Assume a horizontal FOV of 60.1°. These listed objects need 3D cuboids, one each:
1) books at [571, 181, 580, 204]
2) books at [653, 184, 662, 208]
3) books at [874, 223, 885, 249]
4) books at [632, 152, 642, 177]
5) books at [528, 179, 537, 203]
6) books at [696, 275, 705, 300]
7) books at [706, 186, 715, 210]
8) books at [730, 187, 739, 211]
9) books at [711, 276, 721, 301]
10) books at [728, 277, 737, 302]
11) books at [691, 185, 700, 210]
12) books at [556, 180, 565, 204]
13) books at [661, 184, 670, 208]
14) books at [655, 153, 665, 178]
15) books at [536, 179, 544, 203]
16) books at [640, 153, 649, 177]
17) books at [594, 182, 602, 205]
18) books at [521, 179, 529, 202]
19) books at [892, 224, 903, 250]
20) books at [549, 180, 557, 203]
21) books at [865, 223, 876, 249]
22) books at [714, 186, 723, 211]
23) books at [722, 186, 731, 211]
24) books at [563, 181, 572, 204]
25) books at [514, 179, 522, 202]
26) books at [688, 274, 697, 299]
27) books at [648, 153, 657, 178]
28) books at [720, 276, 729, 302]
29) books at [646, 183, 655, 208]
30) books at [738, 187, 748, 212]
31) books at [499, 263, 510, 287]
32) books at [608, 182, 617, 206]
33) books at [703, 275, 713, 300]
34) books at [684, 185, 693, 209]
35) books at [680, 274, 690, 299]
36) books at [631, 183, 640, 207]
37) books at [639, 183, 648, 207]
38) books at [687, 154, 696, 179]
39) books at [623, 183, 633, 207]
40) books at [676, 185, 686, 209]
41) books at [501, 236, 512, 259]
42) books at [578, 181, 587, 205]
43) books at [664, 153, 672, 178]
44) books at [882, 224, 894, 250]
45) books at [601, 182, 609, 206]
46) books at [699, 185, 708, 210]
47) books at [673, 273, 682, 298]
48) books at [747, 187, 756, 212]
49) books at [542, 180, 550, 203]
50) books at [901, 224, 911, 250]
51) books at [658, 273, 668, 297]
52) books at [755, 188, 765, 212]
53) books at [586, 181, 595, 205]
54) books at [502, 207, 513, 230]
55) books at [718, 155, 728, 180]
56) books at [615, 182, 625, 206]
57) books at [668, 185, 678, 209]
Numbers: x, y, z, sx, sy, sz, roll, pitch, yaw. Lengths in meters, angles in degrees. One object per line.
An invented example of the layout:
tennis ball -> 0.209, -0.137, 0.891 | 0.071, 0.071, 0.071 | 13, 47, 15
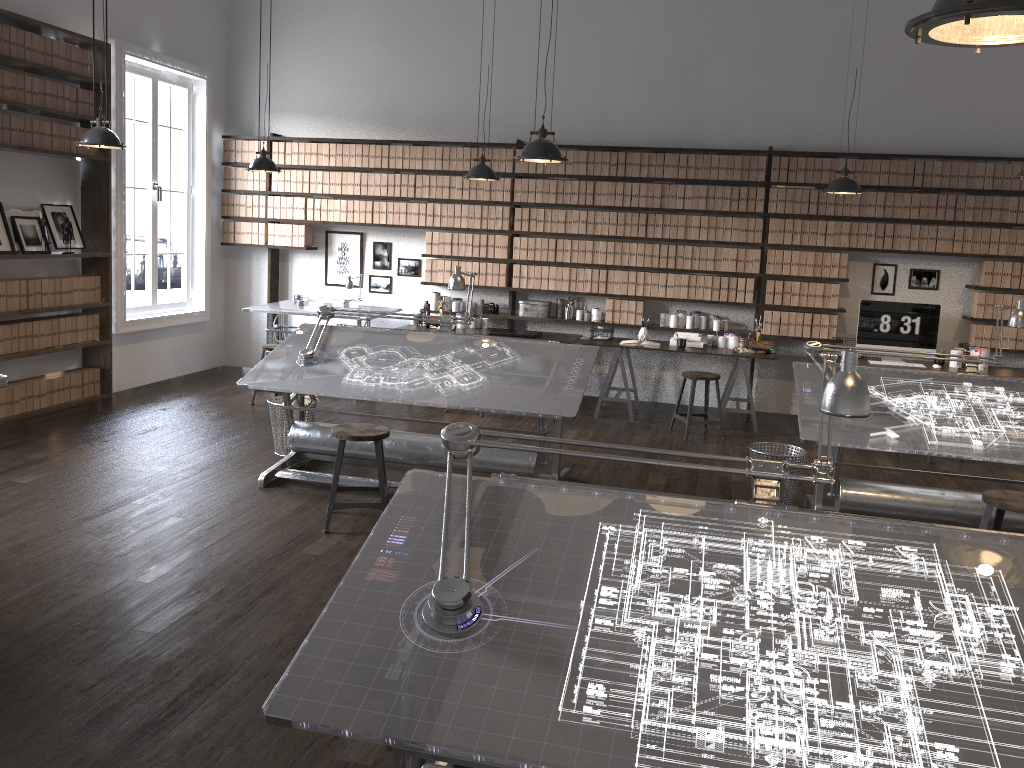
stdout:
books -> 0.610, -1.810, 8.406 | 0.067, 0.224, 0.175 | 5, 8, 13
books -> 1.358, -1.742, 8.232 | 0.067, 0.224, 0.175 | 5, 8, 13
books -> 3.239, -1.307, 7.836 | 0.067, 0.224, 0.175 | 5, 8, 13
books -> 1.168, -2.033, 8.246 | 0.067, 0.224, 0.175 | 5, 8, 13
books -> 0.210, -1.846, 8.498 | 0.067, 0.224, 0.175 | 5, 8, 13
books -> 1.752, -0.900, 8.237 | 0.067, 0.224, 0.175 | 5, 8, 13
books -> 1.825, -1.701, 8.131 | 0.067, 0.224, 0.175 | 5, 8, 13
books -> 2.032, -1.682, 8.084 | 0.067, 0.224, 0.175 | 5, 8, 13
books -> 1.890, -0.887, 8.206 | 0.067, 0.224, 0.175 | 5, 8, 13
books -> 2.034, -0.874, 8.172 | 0.067, 0.224, 0.175 | 5, 8, 13
books -> 1.694, -1.712, 8.160 | 0.067, 0.224, 0.175 | 5, 8, 13
books -> 0.473, -1.823, 8.442 | 0.067, 0.224, 0.175 | 5, 8, 13
books -> 1.427, -1.737, 8.224 | 0.067, 0.224, 0.175 | 5, 8, 13
books -> 1.376, -2.015, 8.203 | 0.067, 0.224, 0.175 | 5, 8, 13
books -> 0.281, -1.840, 8.483 | 0.067, 0.224, 0.175 | 5, 8, 13
books -> 1.239, -2.027, 8.233 | 0.067, 0.224, 0.175 | 5, 8, 13
books -> 0.825, -1.791, 8.362 | 0.067, 0.224, 0.175 | 5, 8, 13
books -> 0.143, -1.853, 8.517 | 0.067, 0.224, 0.175 | 5, 8, 13
books -> 3.383, -1.293, 7.802 | 0.067, 0.224, 0.175 | 5, 8, 13
books -> 0.406, -1.828, 8.451 | 0.067, 0.224, 0.175 | 5, 8, 13
books -> 3.168, -1.312, 7.847 | 0.067, 0.224, 0.175 | 5, 8, 13
books -> 1.894, -1.694, 8.115 | 0.067, 0.224, 0.175 | 5, 8, 13
books -> 1.962, -1.687, 8.095 | 0.067, 0.224, 0.175 | 5, 8, 13
books -> 0.542, -1.817, 8.426 | 0.067, 0.224, 0.175 | 5, 8, 13
books -> 0.075, -1.859, 8.535 | 0.067, 0.224, 0.175 | 5, 8, 13
books -> 1.683, -0.906, 8.253 | 0.067, 0.224, 0.175 | 5, 8, 13
books -> 1.308, -2.022, 8.221 | 0.067, 0.224, 0.175 | 5, 8, 13
books -> 1.961, -0.880, 8.184 | 0.067, 0.224, 0.175 | 5, 8, 13
books -> 1.294, -1.748, 8.252 | 0.067, 0.224, 0.175 | 5, 8, 13
books -> 2.104, -1.675, 8.062 | 0.067, 0.224, 0.175 | 5, 8, 13
books -> -0.067, -1.064, 8.650 | 0.067, 0.224, 0.175 | 5, 8, 13
books -> 0.948, -1.779, 8.326 | 0.067, 0.224, 0.175 | 5, 8, 13
books -> 1.819, -0.893, 8.217 | 0.067, 0.224, 0.175 | 5, 8, 13
books -> 1.633, -1.717, 8.172 | 0.067, 0.224, 0.175 | 5, 8, 13
books -> 1.616, -0.911, 8.262 | 0.067, 0.224, 0.175 | 5, 8, 13
books -> 1.162, -1.760, 8.279 | 0.067, 0.224, 0.175 | 5, 8, 13
books -> 1.233, -1.754, 8.264 | 0.067, 0.224, 0.175 | 5, 8, 13
books -> 1.650, -1.990, 8.138 | 0.067, 0.224, 0.175 | 5, 8, 13
books -> 1.090, -1.767, 8.297 | 0.067, 0.224, 0.175 | 5, 8, 13
books -> 1.562, -1.724, 8.187 | 0.067, 0.224, 0.175 | 5, 8, 13
books -> -0.050, -1.330, 8.615 | 0.067, 0.224, 0.175 | 5, 8, 13
books -> 0.680, -1.804, 8.395 | 0.067, 0.224, 0.175 | 5, 8, 13
books -> 1.448, -2.009, 8.186 | 0.067, 0.224, 0.175 | 5, 8, 13
books -> 3.310, -1.299, 7.814 | 0.067, 0.224, 0.175 | 5, 8, 13
books -> 0.888, -1.785, 8.345 | 0.067, 0.224, 0.175 | 5, 8, 13
books -> 1.758, -1.705, 8.140 | 0.067, 0.224, 0.175 | 5, 8, 13
books -> 1.552, -0.918, 8.282 | 0.067, 0.224, 0.175 | 5, 8, 13
books -> 2.177, -1.669, 8.051 | 0.067, 0.224, 0.175 | 5, 8, 13
books -> 0.342, -1.835, 8.471 | 0.067, 0.224, 0.175 | 5, 8, 13
books -> 3.446, -1.287, 7.781 | 0.067, 0.224, 0.175 | 5, 8, 13
books -> 1.420, -0.929, 8.308 | 0.067, 0.224, 0.175 | 5, 8, 13
books -> 2.250, -1.662, 8.031 | 0.067, 0.224, 0.175 | 5, 8, 13
books -> 0.752, -1.797, 8.373 | 0.067, 0.224, 0.175 | 5, 8, 13
books -> -0.038, -1.604, 8.589 | 0.067, 0.224, 0.175 | 5, 8, 13
books -> 1.924, -1.965, 8.075 | 0.067, 0.224, 0.175 | 5, 8, 13
books -> 1.019, -1.772, 8.310 | 0.067, 0.224, 0.175 | 5, 8, 13
books -> 1.495, -1.730, 8.206 | 0.067, 0.224, 0.175 | 5, 8, 13
